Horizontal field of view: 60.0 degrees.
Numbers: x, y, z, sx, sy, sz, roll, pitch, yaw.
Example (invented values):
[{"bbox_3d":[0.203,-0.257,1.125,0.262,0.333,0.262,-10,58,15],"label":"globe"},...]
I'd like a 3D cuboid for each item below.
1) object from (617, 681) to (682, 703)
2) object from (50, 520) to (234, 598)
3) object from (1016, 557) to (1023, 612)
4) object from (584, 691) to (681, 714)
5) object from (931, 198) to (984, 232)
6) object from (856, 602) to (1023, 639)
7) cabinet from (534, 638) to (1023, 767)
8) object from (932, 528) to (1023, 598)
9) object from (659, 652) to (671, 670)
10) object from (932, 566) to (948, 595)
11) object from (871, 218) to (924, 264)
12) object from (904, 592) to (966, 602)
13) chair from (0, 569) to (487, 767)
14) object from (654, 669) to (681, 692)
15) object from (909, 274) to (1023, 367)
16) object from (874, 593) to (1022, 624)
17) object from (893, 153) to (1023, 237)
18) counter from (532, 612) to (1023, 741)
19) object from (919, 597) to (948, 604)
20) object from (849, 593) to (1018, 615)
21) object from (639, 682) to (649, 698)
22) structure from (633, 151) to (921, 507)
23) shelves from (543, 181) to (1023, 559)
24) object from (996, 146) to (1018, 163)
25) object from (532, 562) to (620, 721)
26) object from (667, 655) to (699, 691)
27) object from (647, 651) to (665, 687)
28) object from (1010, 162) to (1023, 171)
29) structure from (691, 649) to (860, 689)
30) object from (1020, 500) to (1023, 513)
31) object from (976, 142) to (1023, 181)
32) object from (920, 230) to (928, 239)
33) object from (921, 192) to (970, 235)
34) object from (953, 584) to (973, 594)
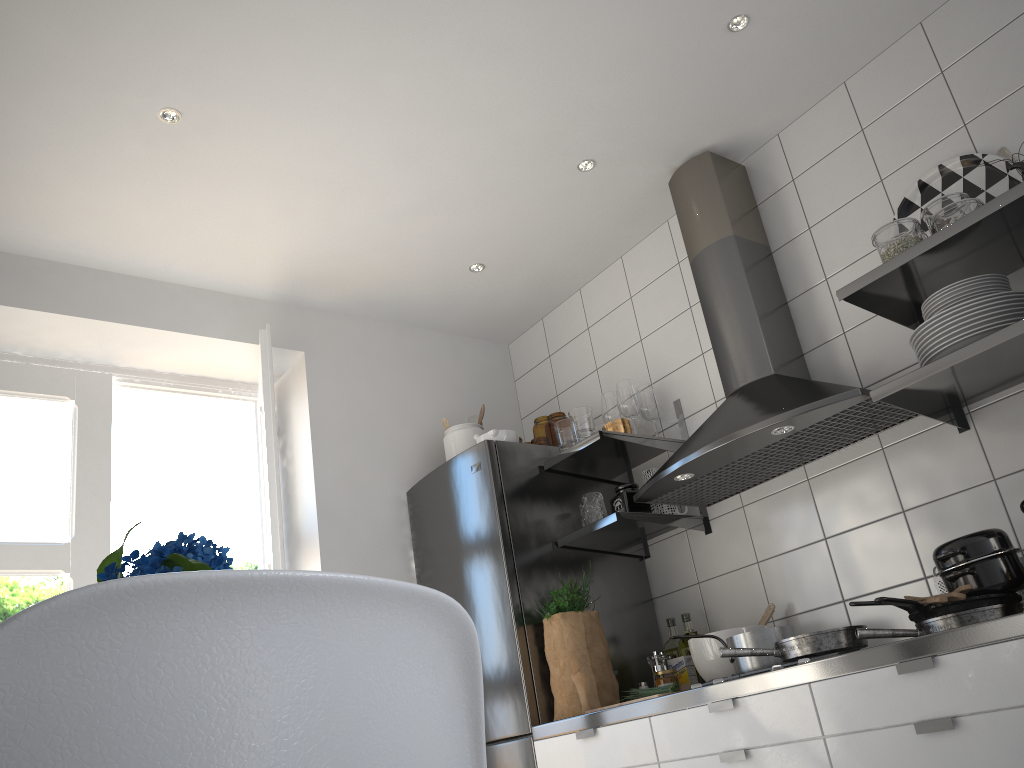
[{"bbox_3d":[0.386,0.912,2.604,0.142,0.053,0.280,0,-25,-22],"label":"object"},{"bbox_3d":[-0.381,0.330,0.955,0.236,0.372,0.269,6,-27,-34],"label":"object"},{"bbox_3d":[1.251,0.516,2.218,0.081,0.199,0.102,-2,-23,-18],"label":"object"},{"bbox_3d":[0.394,0.931,2.593,0.221,0.012,0.334,8,-29,-35],"label":"object"},{"bbox_3d":[1.090,-0.387,2.149,0.122,0.078,0.122,-26,-28,33],"label":"object"},{"bbox_3d":[1.004,0.568,2.064,0.353,0.060,0.234,-22,-26,27],"label":"object"},{"bbox_3d":[1.314,0.823,1.599,0.664,0.784,3.274,8,-29,-36],"label":"cabinet"},{"bbox_3d":[1.079,0.425,2.048,0.190,0.157,0.199,-14,-23,11],"label":"object"},{"bbox_3d":[0.516,0.984,2.961,0.059,0.170,0.060,-14,-22,9],"label":"object"},{"bbox_3d":[1.151,0.555,2.267,0.101,0.199,0.081,-28,-28,37],"label":"object"},{"bbox_3d":[1.003,-0.343,2.277,0.122,0.128,0.122,-26,-28,33],"label":"object"},{"bbox_3d":[0.955,0.487,2.013,0.059,0.060,0.338,-13,-24,8],"label":"object"},{"bbox_3d":[-0.215,0.547,0.403,0.547,0.790,0.467,-27,-28,36],"label":"chair"},{"bbox_3d":[0.499,0.968,2.829,0.078,0.100,0.079,-16,-24,16],"label":"object"},{"bbox_3d":[1.139,-0.135,2.172,0.301,0.192,0.310,6,-27,-32],"label":"object"},{"bbox_3d":[0.993,0.525,2.049,0.347,0.081,0.246,-11,-23,2],"label":"object"},{"bbox_3d":[1.233,-0.444,2.461,0.053,0.388,0.399,7,-28,-36],"label":"object"},{"bbox_3d":[1.254,0.446,1.756,0.652,0.045,3.275,8,-29,-35],"label":"counter"},{"bbox_3d":[0.941,0.497,2.014,0.064,0.044,0.338,-16,-24,16],"label":"object"},{"bbox_3d":[0.998,0.507,2.045,0.356,0.079,0.249,4,-27,-29],"label":"object"},{"bbox_3d":[0.435,1.015,2.892,0.046,0.083,0.047,-21,-25,26],"label":"object"},{"bbox_3d":[0.661,-0.266,2.855,0.473,1.078,0.878,7,-28,-36],"label":"structure"},{"bbox_3d":[1.018,-0.127,2.378,0.428,0.505,2.568,8,-29,-36],"label":"shelves"},{"bbox_3d":[1.279,-0.503,2.169,0.021,0.246,0.115,5,-26,-32],"label":"object"},{"bbox_3d":[0.210,0.830,2.881,0.175,0.502,0.284,-26,-27,35],"label":"object"},{"bbox_3d":[0.566,0.972,2.913,0.044,0.139,0.078,7,-28,-36],"label":"object"},{"bbox_3d":[0.486,0.965,2.906,0.059,0.170,0.060,-14,-22,9],"label":"object"},{"bbox_3d":[1.248,-0.527,1.970,0.178,0.140,0.203,-10,-23,2],"label":"object"},{"bbox_3d":[0.760,0.762,2.370,0.491,0.028,0.472,9,-29,-36],"label":"structure"},{"bbox_3d":[1.225,0.362,1.958,0.061,0.279,0.125,5,-26,-31],"label":"object"},{"bbox_3d":[1.356,-0.541,2.148,0.380,0.275,0.199,-24,-26,30],"label":"object"},{"bbox_3d":[1.091,-0.320,2.413,0.121,0.168,0.123,-2,-24,-18],"label":"object"},{"bbox_3d":[1.138,-0.389,2.274,0.121,0.168,0.123,-2,-24,-18],"label":"object"},{"bbox_3d":[0.994,0.495,2.019,0.065,0.021,0.340,-15,-24,13],"label":"object"}]
